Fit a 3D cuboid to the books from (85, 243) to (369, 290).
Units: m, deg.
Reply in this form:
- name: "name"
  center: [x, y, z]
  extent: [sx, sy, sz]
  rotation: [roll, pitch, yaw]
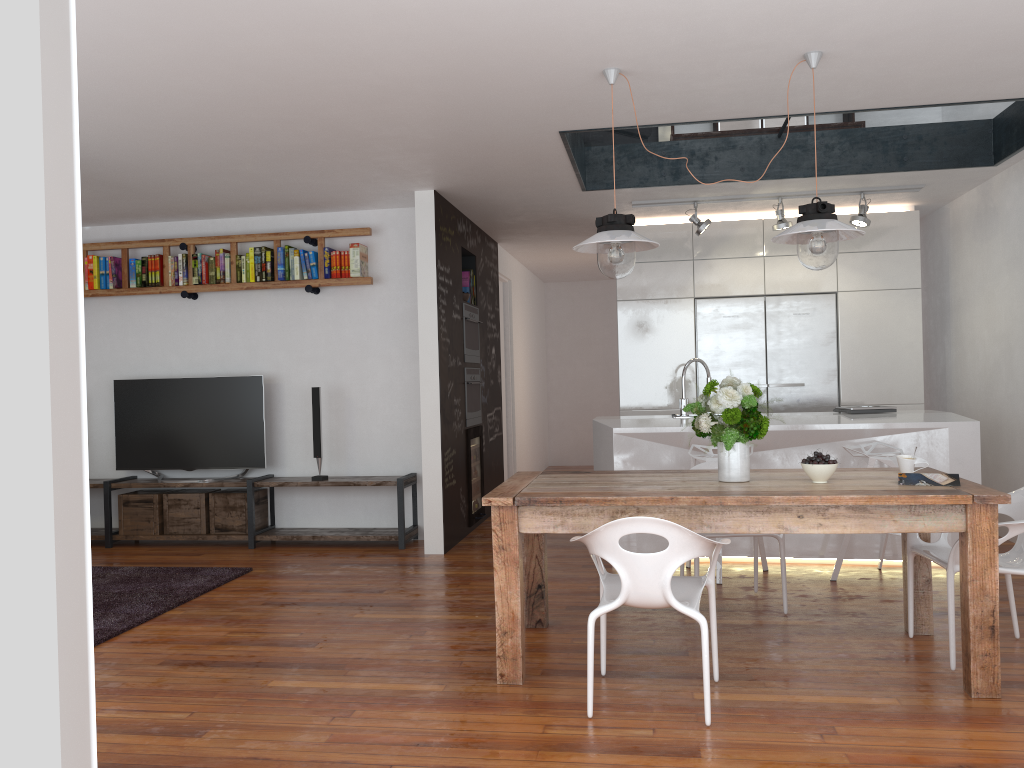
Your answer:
- name: "books"
  center: [-1.161, -1.780, 6.901]
  extent: [5.671, 1.974, 0.733]
  rotation: [-2, 0, -2]

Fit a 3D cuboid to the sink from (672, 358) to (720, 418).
- name: "sink"
  center: [1.353, 0.104, 6.124]
  extent: [0.492, 0.570, 0.459]
  rotation: [-2, 0, 9]

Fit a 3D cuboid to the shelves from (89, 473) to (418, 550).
- name: "shelves"
  center: [-2.453, 0.969, 6.794]
  extent: [3.473, 0.506, 0.414]
  rotation: [-2, 0, 9]

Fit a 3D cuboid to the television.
- name: "television"
  center: [-2.466, 0.345, 6.797]
  extent: [1.230, 0.786, 0.298]
  rotation: [-2, 0, 9]

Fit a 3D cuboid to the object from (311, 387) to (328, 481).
- name: "object"
  center: [-1.429, 0.366, 6.556]
  extent: [0.089, 0.687, 0.089]
  rotation: [-1, 0, 19]

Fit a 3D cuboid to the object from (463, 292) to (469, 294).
- name: "object"
  center: [-0.392, -0.719, 7.105]
  extent: [0.077, 0.042, 0.116]
  rotation: [-1, 0, 23]

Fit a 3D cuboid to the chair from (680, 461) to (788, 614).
- name: "chair"
  center: [1.109, 0.777, 4.579]
  extent: [0.577, 0.710, 0.505]
  rotation: [-2, 0, -1]

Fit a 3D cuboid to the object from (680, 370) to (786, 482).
- name: "object"
  center: [0.914, 0.170, 3.767]
  extent: [0.432, 0.476, 0.371]
  rotation: [-2, 0, -39]

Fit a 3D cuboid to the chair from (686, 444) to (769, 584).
- name: "chair"
  center: [1.230, 0.747, 5.209]
  extent: [0.492, 0.765, 0.428]
  rotation: [-1, 0, 19]

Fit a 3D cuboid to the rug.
- name: "rug"
  center: [-2.867, 1.234, 4.306]
  extent: [1.895, 0.019, 3.193]
  rotation: [-2, 0, 9]

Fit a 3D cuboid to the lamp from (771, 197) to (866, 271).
- name: "lamp"
  center: [1.269, -0.625, 3.685]
  extent: [0.372, 0.306, 0.372]
  rotation: [-2, 0, -29]

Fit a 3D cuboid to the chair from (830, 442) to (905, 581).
- name: "chair"
  center: [2.110, 0.724, 4.995]
  extent: [0.492, 0.765, 0.428]
  rotation: [-2, 0, -36]

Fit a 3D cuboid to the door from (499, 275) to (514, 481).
- name: "door"
  center: [-0.117, 0.032, 8.944]
  extent: [0.120, 2.236, 0.823]
  rotation: [-2, 0, 9]

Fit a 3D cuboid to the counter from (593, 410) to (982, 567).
- name: "counter"
  center: [1.685, 0.663, 5.823]
  extent: [2.289, 0.903, 0.956]
  rotation: [-2, 0, 9]

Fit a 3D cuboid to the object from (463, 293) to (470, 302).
- name: "object"
  center: [-0.401, -0.685, 7.105]
  extent: [0.132, 0.069, 0.132]
  rotation: [-1, 0, 42]

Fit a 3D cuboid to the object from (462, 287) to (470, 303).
- name: "object"
  center: [-0.415, -0.719, 7.252]
  extent: [0.136, 0.136, 0.110]
  rotation: [-2, 0, 2]

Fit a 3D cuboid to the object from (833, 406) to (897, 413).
- name: "object"
  center: [2.350, 0.169, 5.921]
  extent: [0.298, 0.036, 0.325]
  rotation: [-2, 0, -1]

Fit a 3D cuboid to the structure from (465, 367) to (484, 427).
- name: "structure"
  center: [-0.292, 0.100, 7.169]
  extent: [0.052, 0.462, 0.585]
  rotation: [-2, 0, 9]

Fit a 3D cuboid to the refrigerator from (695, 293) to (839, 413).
- name: "refrigerator"
  center: [2.086, 0.187, 7.231]
  extent: [1.119, 1.811, 0.142]
  rotation: [-2, 0, 9]

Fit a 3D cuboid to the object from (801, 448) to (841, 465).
- name: "object"
  center: [1.251, 0.311, 3.609]
  extent: [0.159, 0.095, 0.141]
  rotation: [-2, 0, -5]

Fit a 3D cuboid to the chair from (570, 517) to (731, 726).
- name: "chair"
  center: [0.506, 0.798, 3.229]
  extent: [0.577, 0.710, 0.505]
  rotation: [-1, 0, 14]

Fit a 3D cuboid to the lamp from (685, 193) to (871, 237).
- name: "lamp"
  center: [1.952, -1.244, 6.546]
  extent: [1.324, 0.254, 0.154]
  rotation: [-2, 0, 9]

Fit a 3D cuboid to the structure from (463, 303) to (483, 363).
- name: "structure"
  center: [-0.305, -0.403, 7.167]
  extent: [0.052, 0.462, 0.585]
  rotation: [-2, 0, 9]

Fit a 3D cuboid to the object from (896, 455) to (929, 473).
- name: "object"
  center: [1.727, 0.348, 3.827]
  extent: [0.127, 0.078, 0.082]
  rotation: [-1, 0, 14]

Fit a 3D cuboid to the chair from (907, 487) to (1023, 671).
- name: "chair"
  center: [1.971, 0.757, 3.665]
  extent: [0.505, 0.710, 0.577]
  rotation: [-2, 0, 4]

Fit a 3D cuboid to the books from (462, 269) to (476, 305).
- name: "books"
  center: [-0.434, -0.802, 7.400]
  extent: [0.230, 0.303, 0.152]
  rotation: [-2, 0, 9]

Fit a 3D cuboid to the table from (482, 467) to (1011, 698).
- name: "table"
  center: [0.904, 0.777, 3.749]
  extent: [1.910, 0.735, 0.969]
  rotation: [-2, 0, 9]

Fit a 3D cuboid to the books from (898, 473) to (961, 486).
- name: "books"
  center: [1.660, 0.373, 3.538]
  extent: [0.218, 0.035, 0.267]
  rotation: [-1, 0, 24]

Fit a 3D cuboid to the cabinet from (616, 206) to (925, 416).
- name: "cabinet"
  center: [2.149, -0.159, 7.680]
  extent: [2.404, 2.506, 0.946]
  rotation: [-2, 0, 9]

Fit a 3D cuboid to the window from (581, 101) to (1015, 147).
- name: "window"
  center: [1.707, -1.680, 5.273]
  extent: [2.700, 0.035, 1.546]
  rotation: [-2, 0, 9]

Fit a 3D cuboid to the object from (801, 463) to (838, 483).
- name: "object"
  center: [1.252, 0.361, 3.609]
  extent: [0.146, 0.079, 0.146]
  rotation: [-1, 0, 18]

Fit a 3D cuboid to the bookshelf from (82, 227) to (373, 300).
- name: "bookshelf"
  center: [-2.509, -0.891, 6.882]
  extent: [2.983, 0.465, 0.161]
  rotation: [-2, 0, 9]

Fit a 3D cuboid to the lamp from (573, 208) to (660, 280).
- name: "lamp"
  center: [0.447, -0.603, 3.818]
  extent: [0.372, 0.306, 0.372]
  rotation: [-2, 0, 4]

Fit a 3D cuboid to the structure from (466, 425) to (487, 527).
- name: "structure"
  center: [-0.267, 0.731, 7.170]
  extent: [0.081, 0.763, 0.582]
  rotation: [-2, 0, 9]
